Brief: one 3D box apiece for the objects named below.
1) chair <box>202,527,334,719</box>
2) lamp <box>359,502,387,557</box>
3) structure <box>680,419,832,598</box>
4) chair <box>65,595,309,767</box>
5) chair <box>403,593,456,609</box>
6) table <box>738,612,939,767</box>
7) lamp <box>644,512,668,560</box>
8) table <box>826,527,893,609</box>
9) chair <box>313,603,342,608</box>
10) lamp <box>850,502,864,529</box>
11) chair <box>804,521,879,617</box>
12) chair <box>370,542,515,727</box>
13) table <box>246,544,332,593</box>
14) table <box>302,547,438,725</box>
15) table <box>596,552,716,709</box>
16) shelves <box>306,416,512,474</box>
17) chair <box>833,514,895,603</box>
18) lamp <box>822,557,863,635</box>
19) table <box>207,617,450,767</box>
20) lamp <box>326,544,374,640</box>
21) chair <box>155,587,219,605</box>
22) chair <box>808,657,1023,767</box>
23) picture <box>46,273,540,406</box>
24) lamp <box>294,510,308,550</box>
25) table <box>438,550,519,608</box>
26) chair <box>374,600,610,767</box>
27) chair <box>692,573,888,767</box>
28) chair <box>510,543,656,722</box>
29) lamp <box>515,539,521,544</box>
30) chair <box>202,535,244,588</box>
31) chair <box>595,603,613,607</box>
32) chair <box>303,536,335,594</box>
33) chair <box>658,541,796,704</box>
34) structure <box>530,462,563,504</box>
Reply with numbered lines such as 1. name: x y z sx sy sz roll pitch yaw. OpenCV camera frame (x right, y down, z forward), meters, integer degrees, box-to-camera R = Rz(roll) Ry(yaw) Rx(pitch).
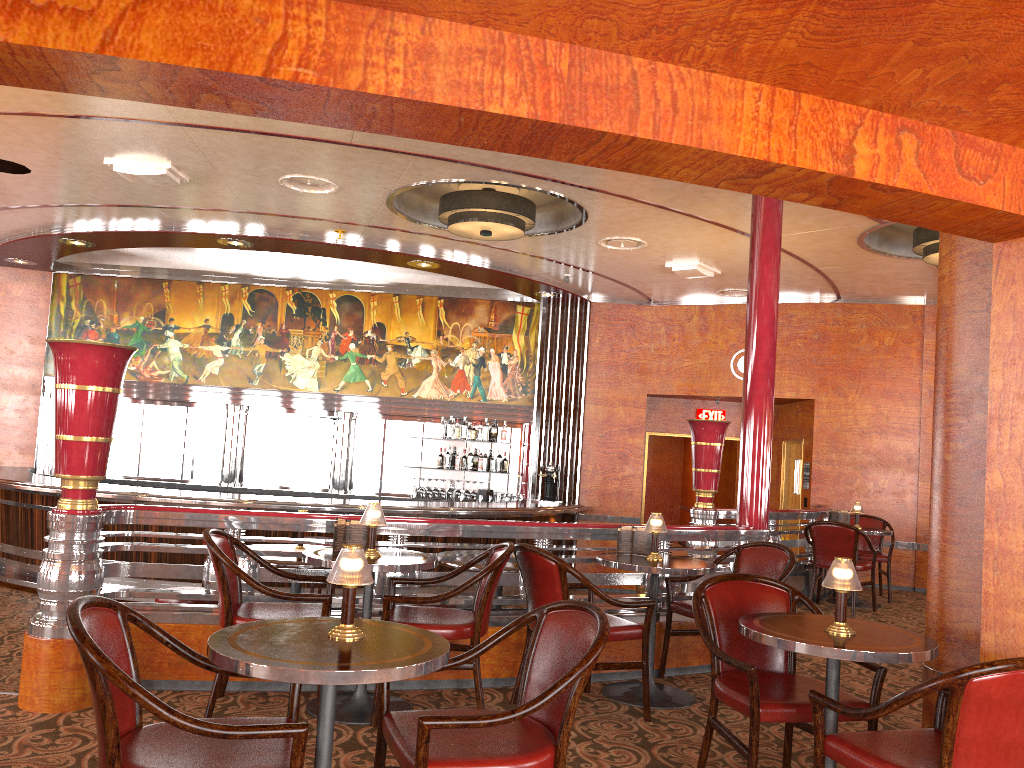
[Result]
1. chair: -1.137 1.089 4.095 0.615 0.816 0.588 4 -4 -9
2. lamp: -0.661 0.689 4.206 0.130 0.250 0.130 3 -4 12
3. structure: 2.635 1.459 8.625 0.624 2.022 3.172 1 -5 41
4. chair: -0.848 0.976 2.300 0.615 0.816 0.588 5 -4 -14
5. chair: -0.525 1.645 5.243 0.350 0.755 0.350 1 -5 42
6. table: 1.081 1.201 3.010 0.639 0.719 0.640 2 -4 21
7. lamp: 0.783 0.829 4.841 0.130 0.250 0.130 7 -5 -42
8. table: 3.294 1.747 8.512 0.639 0.719 0.640 2 -4 30
9. chair: -1.101 1.576 4.812 0.350 0.755 0.350 1 -5 42
10. lamp: 3.326 1.264 8.544 0.130 0.250 0.130 2 -4 30
11. chair: 2.958 1.641 8.026 0.588 0.816 0.616 1 -5 36
12. chair: -0.318 1.153 4.244 0.615 0.816 0.588 4 -4 -4
13. table: -1.324 1.499 5.351 0.849 0.959 0.850 4 -4 3
14. table: -0.696 1.175 4.214 0.639 0.719 0.640 0 -5 43
15. table: 0.751 1.308 4.765 0.640 0.719 0.640 6 -4 -29
16. shelves: -1.303 0.776 11.273 2.594 0.567 0.339 4 -4 1
17. chair: 3.591 1.758 9.073 0.587 0.816 0.616 2 -4 21
18. lamp: 1.120 0.717 3.014 0.130 0.250 0.130 7 -5 -42
19. table: -0.510 1.052 2.379 0.640 0.719 0.640 7 -5 -38
20. lamp: -0.453 0.576 2.471 0.130 0.250 0.130 2 -4 30
21. chair: -1.836 1.539 4.953 0.350 0.755 0.350 7 -5 -40
22. chair: 1.266 1.132 2.572 0.588 0.816 0.615 5 -4 -19
23. picture: -2.792 -0.572 11.327 6.254 1.321 0.001 4 -3 1
24. lamp: -1.286 0.898 5.413 0.130 0.250 0.130 2 -4 21
25. table: -0.108 1.601 5.681 0.850 0.959 0.850 5 -4 -20
26. chair: -0.058 1.047 2.571 0.615 0.816 0.588 5 -4 -19
27. chair: 0.992 1.173 3.363 0.588 0.816 0.615 5 -4 -14
28. chair: 0.301 1.203 4.383 0.615 0.816 0.588 6 -4 -29
29. lamp: 0.041 1.003 5.683 0.130 0.250 0.130 3 -4 12
30. chair: -2.569 1.700 7.801 0.350 0.755 0.350 5 -4 -26
31. chair: 0.476 1.727 5.488 0.350 0.755 0.350 3 -4 17
32. chair: -1.751 1.764 7.955 0.350 0.755 0.350 1 -5 42
33. chair: 1.269 1.316 5.080 0.615 0.816 0.588 6 -4 -29
34. structure: 0.448 1.216 10.791 0.360 0.539 0.281 2 -4 21
